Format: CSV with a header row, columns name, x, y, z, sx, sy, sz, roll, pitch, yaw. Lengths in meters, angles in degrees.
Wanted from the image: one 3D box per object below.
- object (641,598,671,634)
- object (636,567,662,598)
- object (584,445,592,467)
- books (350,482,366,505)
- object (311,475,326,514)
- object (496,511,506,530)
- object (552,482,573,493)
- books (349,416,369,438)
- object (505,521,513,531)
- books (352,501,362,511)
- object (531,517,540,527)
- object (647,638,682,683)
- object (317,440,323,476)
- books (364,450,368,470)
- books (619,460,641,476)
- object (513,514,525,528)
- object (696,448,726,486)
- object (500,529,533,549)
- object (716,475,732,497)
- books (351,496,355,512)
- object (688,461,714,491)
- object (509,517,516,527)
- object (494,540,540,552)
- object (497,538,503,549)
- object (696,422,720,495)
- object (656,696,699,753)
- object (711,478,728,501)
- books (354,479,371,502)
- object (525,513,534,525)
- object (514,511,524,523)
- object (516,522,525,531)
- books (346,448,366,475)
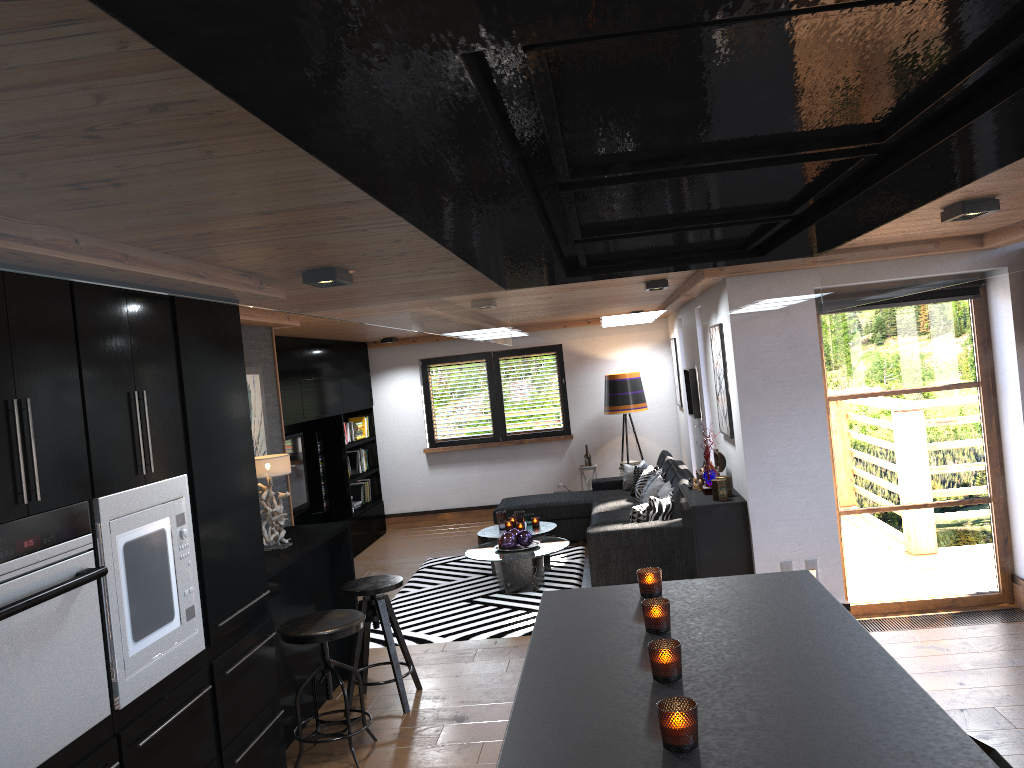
name,x,y,z,sx,sy,sz,roll,pitch,yaw
object,0.401,0.642,2.451,0.080,0.081,0.078,-6,1,-40
object,0.439,0.631,2.816,0.080,0.081,0.078,-6,1,-40
object,0.917,0.881,10.769,0.088,0.286,0.087,-6,0,-32
books,-1.882,1.333,10.717,0.206,0.256,0.245,-6,1,4
object,-2.063,1.168,9.378,0.125,0.379,0.125,-6,0,5
object,-0.096,1.278,8.294,0.095,0.167,0.093,-6,1,-23
object,0.622,1.401,10.856,0.252,0.462,0.251,-6,0,5
books,-1.881,0.538,10.936,0.212,0.261,0.211,-6,1,5
object,-0.025,1.315,8.217,0.078,0.081,0.080,-6,1,20
books,-1.900,1.433,10.360,0.209,0.073,0.267,-6,1,9
object,0.220,1.289,8.269,0.078,0.081,0.080,-6,1,20
object,0.362,0.652,2.086,0.080,0.081,0.078,-6,1,-40
object,-2.102,0.791,9.376,0.125,0.379,0.125,-6,0,5
books,-1.888,0.948,10.901,0.189,0.238,0.290,-6,1,4
books,1.412,0.996,10.485,0.221,0.159,0.253,-6,1,-28
object,0.070,1.284,8.314,0.114,0.122,0.112,-6,1,-18
object,1.433,0.608,6.422,0.209,0.270,0.287,-6,1,6
object,0.029,1.312,7.536,0.286,0.142,0.263,-6,1,-11
object,1.423,0.685,5.944,0.107,0.135,0.098,-5,1,37
books,-1.936,1.385,10.004,0.257,0.188,0.304,-6,1,12
object,1.362,0.652,6.375,0.201,0.197,0.357,-6,1,17
object,0.010,1.308,8.418,0.078,0.081,0.080,-6,1,20
object,0.046,1.377,7.523,0.391,0.022,0.398,-5,1,24
object,-0.082,1.357,7.561,0.078,0.081,0.080,-6,1,20
object,1.366,0.502,6.111,0.151,0.504,0.325,-6,1,5
object,0.324,0.662,1.721,0.080,0.081,0.078,-6,1,-40
object,1.365,0.693,5.824,0.108,0.135,0.096,-6,1,-4
books,-1.861,1.324,10.925,0.212,0.261,0.252,-6,1,6
object,0.165,1.285,8.401,0.091,0.099,0.094,-5,1,42
object,0.076,1.262,8.197,0.095,0.167,0.093,-6,1,-23
object,0.081,1.306,8.067,0.078,0.081,0.080,-6,1,20
books,-1.912,0.925,10.576,0.221,0.296,0.346,-6,1,6
